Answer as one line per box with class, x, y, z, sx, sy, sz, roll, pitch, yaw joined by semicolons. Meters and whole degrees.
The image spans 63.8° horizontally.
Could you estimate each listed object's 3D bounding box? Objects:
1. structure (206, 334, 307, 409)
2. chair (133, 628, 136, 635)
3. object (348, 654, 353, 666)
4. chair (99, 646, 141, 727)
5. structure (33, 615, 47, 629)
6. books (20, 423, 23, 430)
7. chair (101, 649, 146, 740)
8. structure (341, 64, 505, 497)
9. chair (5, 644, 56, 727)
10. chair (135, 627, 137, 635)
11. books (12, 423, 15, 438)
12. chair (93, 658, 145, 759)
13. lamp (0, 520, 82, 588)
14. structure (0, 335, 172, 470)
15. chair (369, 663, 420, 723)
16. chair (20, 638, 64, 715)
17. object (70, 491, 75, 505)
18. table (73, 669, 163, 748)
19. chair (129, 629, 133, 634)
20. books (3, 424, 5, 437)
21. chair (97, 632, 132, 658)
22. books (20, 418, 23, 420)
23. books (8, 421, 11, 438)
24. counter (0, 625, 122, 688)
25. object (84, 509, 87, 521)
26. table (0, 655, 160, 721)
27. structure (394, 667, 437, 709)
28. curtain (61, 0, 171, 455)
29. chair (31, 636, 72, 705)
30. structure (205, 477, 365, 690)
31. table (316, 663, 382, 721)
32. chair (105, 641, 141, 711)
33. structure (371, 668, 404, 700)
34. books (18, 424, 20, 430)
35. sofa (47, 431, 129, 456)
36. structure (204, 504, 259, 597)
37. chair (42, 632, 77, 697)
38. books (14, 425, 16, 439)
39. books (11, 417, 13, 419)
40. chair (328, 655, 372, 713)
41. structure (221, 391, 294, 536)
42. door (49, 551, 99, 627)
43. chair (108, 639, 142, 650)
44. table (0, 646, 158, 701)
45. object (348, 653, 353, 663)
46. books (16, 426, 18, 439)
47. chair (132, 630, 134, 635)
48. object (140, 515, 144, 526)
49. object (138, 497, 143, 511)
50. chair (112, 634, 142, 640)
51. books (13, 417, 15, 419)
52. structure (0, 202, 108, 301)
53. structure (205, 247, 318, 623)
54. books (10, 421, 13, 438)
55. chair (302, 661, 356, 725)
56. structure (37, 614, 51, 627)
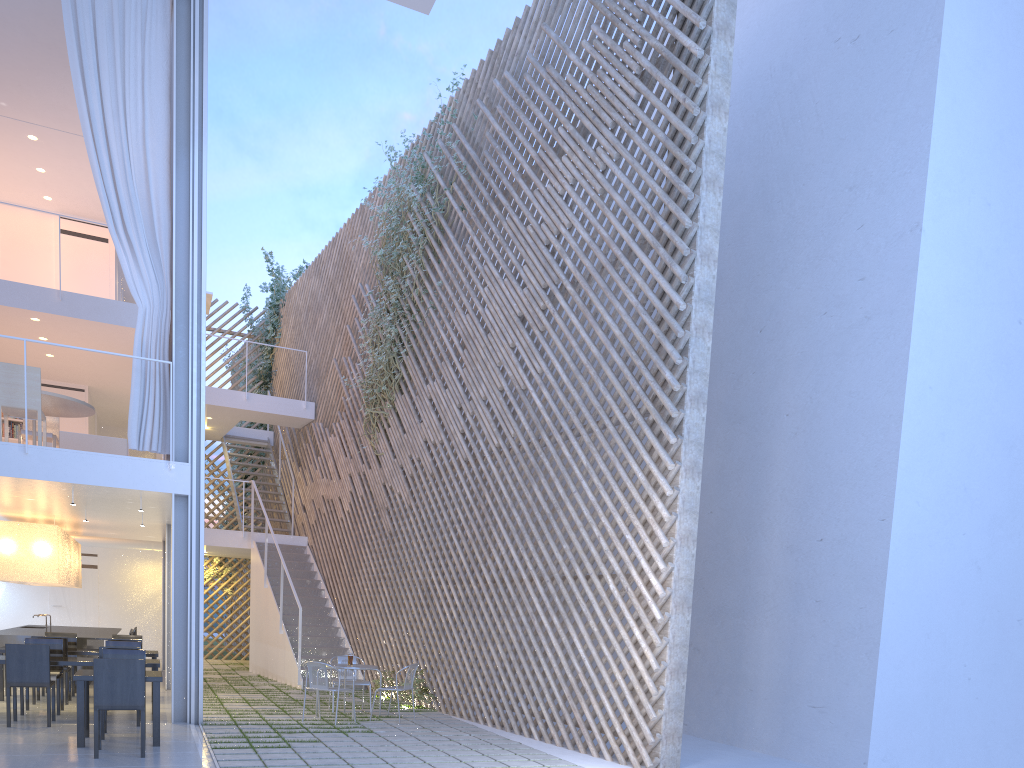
structure;-2.567;-0.131;7.955;1.154;0.564;0.026;8;4;-23
chair;-3.487;2.379;7.333;0.242;0.436;0.188;2;3;-26
object;-0.988;1.692;5.038;0.031;0.076;0.031;4;3;22
chair;-2.076;1.598;4.361;0.193;0.436;0.236;2;1;-23
structure;-4.162;2.094;7.254;0.114;0.123;0.034;5;3;-23
books;-4.358;0.430;7.314;0.009;0.144;0.089;0;1;-24
chair;-1.871;1.495;3.967;0.193;0.436;0.236;2;1;-23
structure;-0.725;-0.551;6.202;0.743;2.698;2.366;0;-1;-32
chair;-2.451;1.531;4.196;0.193;0.436;0.236;2;1;-23
chair;-3.620;2.461;7.642;0.241;0.436;0.188;2;3;-21
books;-4.416;0.423;7.294;0.015;0.141;0.078;0;2;-24
chair;-1.669;1.374;3.508;0.193;0.436;0.236;2;1;-23
lamp;-3.933;1.469;6.885;0.452;0.411;2.361;5;-15;-23
structure;-2.139;0.499;3.424;1.377;1.771;1.449;4;-3;-23
chair;-0.704;1.896;5.075;0.248;0.377;0.264;3;-1;17
chair;-2.639;1.644;4.623;0.193;0.436;0.236;2;1;-23
object;-2.372;0.614;4.445;0.029;0.079;0.028;2;4;-12
table;-1.818;1.500;3.815;0.363;0.327;0.356;5;-6;-23
chair;-3.367;2.294;7.017;0.242;0.436;0.188;2;2;-28
books;-4.476;0.419;7.262;0.021;0.122;0.092;0;-1;-24
chair;-3.089;2.132;6.403;0.241;0.436;0.188;2;3;-22
books;-4.003;0.566;5.687;0.045;1.583;3.698;1;-12;-12
books;-4.446;0.411;7.276;0.015;0.152;0.087;0;2;-24
counter;-3.828;2.297;7.039;0.825;0.363;2.579;8;-16;-22
object;-2.772;0.854;5.351;0.029;0.079;0.028;2;4;-12
table;-2.428;1.668;4.510;0.928;0.325;0.356;9;-8;-23
structure;-0.689;2.154;5.832;0.300;0.319;0.317;6;-6;-38
curtain;-2.005;-0.857;4.190;0.516;2.410;0.094;0;7;-26
chair;-2.847;1.769;5.093;0.193;0.436;0.236;2;1;-23
structure;-2.211;1.738;7.424;1.193;1.938;1.976;3;-4;-30
table;-1.021;1.922;5.149;0.347;0.329;0.356;0;-6;29
chair;-2.264;1.711;4.789;0.193;0.436;0.236;2;1;-23
structure;-0.969;2.341;6.418;0.268;0.257;0.266;4;-5;-16
books;-4.371;0.432;7.306;0.008;0.133;0.095;0;0;-24
sofa;-3.038;0.633;5.935;0.505;0.358;1.007;6;-14;-23
structure;-3.583;2.338;9.830;1.152;1.988;0.284;3;5;-23
chair;-3.035;1.882;5.521;0.193;0.436;0.236;2;1;-23
books;-4.400;0.433;7.295;0.015;0.123;0.093;0;-1;-24
books;-4.024;0.545;5.668;0.029;1.560;3.689;1;-12;-14
chair;-1.082;1.987;5.460;0.265;0.377;0.247;3;-1;-23
structure;-2.838;0.829;9.123;0.538;1.871;1.256;0;0;-29
door;-4.340;1.724;6.541;0.482;1.137;5.693;2;-15;-11
chair;-2.472;1.835;5.259;0.193;0.436;0.236;2;1;-23
table;-2.804;1.893;5.361;0.928;0.325;0.356;9;-8;-23
object;-1.029;1.745;5.229;0.031;0.076;0.031;4;3;22
books;-4.386;0.438;7.306;0.018;0.120;0.085;0;0;-24
chair;-3.222;2.214;6.713;0.242;0.436;0.188;2;3;-25
object;-2.465;0.908;5.487;0.029;0.079;0.028;2;4;-12
object;-3.219;1.120;5.073;1.696;0.800;1.881;8;-14;-25
chair;-2.660;1.948;5.686;0.193;0.436;0.236;2;1;-23
books;-4.041;0.562;5.670;0.031;1.647;3.689;1;-11;-13
structure;-2.574;0.051;3.957;1.741;3.265;3.705;2;-5;-23
structure;-3.360;0.961;10.637;1.120;4.485;3.309;0;-1;-26
books;-4.428;0.415;7.287;0.011;0.152;0.082;0;2;-24
chair;-1.085;1.803;4.817;0.261;0.377;0.250;2;-1;22
structure;-4.298;2.176;7.562;0.114;0.123;0.034;5;3;-23
